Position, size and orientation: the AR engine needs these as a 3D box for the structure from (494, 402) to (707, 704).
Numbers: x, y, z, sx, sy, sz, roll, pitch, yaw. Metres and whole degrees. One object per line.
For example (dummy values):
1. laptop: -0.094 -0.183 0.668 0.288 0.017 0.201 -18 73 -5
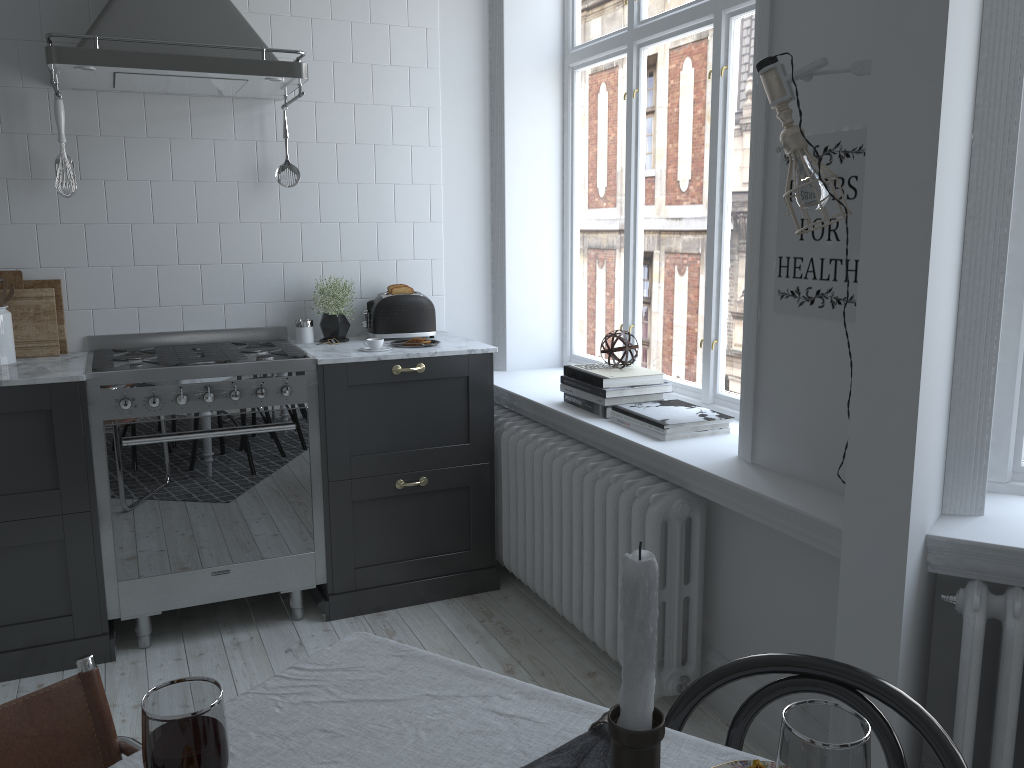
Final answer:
1. structure: 0.195 0.567 3.426 0.245 0.753 1.673 -5 11 -24

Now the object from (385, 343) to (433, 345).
1. object: -0.416 -0.163 3.616 0.209 0.008 0.018 2 10 11

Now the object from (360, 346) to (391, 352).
1. object: -0.542 -0.138 3.520 0.126 0.008 0.126 0 10 2

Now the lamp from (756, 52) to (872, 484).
1. lamp: 0.688 -0.243 2.009 0.312 0.977 0.131 8 13 40

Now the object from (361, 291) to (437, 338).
1. object: -0.497 -0.307 3.895 0.326 0.207 0.219 -4 11 -19

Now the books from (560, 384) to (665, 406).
1. books: 0.375 0.028 3.364 0.259 0.031 0.328 -5 11 -26

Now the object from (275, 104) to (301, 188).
1. object: -0.922 -0.973 3.627 0.101 0.331 0.030 -3 10 -13

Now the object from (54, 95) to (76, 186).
1. object: -1.678 -0.910 3.305 0.066 0.332 0.024 -4 11 -19

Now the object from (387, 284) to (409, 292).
1. object: -0.501 -0.387 3.919 0.107 0.110 0.010 -4 11 -19

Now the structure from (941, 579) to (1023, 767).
1. structure: 1.726 0.870 1.680 1.710 0.753 0.245 5 12 28

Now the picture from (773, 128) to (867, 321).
1. picture: 0.781 -0.401 2.258 0.003 0.457 0.311 -5 11 -24

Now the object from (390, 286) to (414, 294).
1. object: -0.475 -0.370 3.848 0.107 0.110 0.010 -4 11 -19

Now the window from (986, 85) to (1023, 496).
1. window: 2.140 -0.648 1.638 2.079 2.080 0.061 5 12 28

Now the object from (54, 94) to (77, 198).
1. object: -1.663 -0.881 3.280 0.074 0.381 0.076 -10 14 -43

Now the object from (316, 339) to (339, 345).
1. object: -0.774 -0.175 3.707 0.091 0.018 0.062 -5 11 -26

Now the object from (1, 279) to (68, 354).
1. object: -1.930 -0.247 3.381 0.400 0.290 0.030 -5 11 -24

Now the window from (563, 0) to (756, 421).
1. window: 0.617 -0.950 3.378 0.061 2.080 1.716 -5 11 -24

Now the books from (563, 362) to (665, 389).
1. books: 0.381 -0.037 3.356 0.259 0.038 0.325 -4 11 -22

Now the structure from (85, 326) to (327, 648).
1. structure: -1.195 0.369 3.482 0.779 1.096 0.651 -5 11 -24

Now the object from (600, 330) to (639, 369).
1. object: 0.408 -0.132 3.365 0.147 0.148 0.147 -7 12 -32

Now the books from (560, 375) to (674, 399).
1. books: 0.390 -0.001 3.353 0.287 0.031 0.351 -5 11 -24

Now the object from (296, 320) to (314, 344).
1. object: -0.876 -0.222 3.752 0.072 0.095 0.072 4 11 21

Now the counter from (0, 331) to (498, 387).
1. counter: -1.965 -0.036 3.075 3.902 0.020 0.624 -5 11 -24

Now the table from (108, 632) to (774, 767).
1. table: 0.296 0.999 0.614 2.179 0.842 1.210 6 12 32

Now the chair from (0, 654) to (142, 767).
1. chair: -0.597 0.912 1.172 0.593 0.837 0.546 7 13 37

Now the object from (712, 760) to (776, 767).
1. object: 0.299 0.495 1.026 0.182 0.013 0.182 -5 11 -24

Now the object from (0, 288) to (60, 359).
1. object: -1.911 -0.223 3.332 0.360 0.261 0.053 -5 11 -24

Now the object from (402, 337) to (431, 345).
1. object: -0.393 -0.178 3.663 0.119 0.031 0.074 1 10 9

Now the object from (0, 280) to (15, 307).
1. object: -1.892 -0.231 3.255 0.131 0.296 0.056 -10 14 -44

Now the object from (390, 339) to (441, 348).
1. object: -0.399 -0.167 3.665 0.209 0.011 0.209 2 10 14

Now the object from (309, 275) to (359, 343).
1. object: -0.756 -0.322 3.773 0.210 0.283 0.220 -2 10 -11

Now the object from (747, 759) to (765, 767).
1. object: 0.301 0.476 1.058 0.051 0.039 0.036 9 14 42

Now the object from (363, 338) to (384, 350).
1. object: -0.543 -0.157 3.515 0.072 0.040 0.070 -7 12 -31

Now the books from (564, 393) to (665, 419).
1. books: 0.389 0.066 3.364 0.259 0.044 0.351 -4 11 -22

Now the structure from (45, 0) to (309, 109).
1. structure: -1.223 -1.588 3.167 0.843 1.079 0.567 -5 11 -24

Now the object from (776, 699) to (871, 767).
1. object: 0.298 0.424 0.858 0.083 0.215 0.083 -4 11 -19

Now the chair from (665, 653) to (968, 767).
1. chair: 0.318 0.880 1.111 0.463 0.909 0.564 5 12 29

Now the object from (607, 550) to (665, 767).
1. object: 0.097 0.341 0.706 0.089 0.432 0.089 -1 10 -1

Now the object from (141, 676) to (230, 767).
1. object: -0.331 0.419 0.911 0.083 0.215 0.083 -4 11 -19

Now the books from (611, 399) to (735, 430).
1. books: 0.543 0.101 3.030 0.274 0.016 0.341 -5 11 -22

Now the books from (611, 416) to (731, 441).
1. books: 0.535 0.138 3.030 0.254 0.019 0.343 -5 11 -24

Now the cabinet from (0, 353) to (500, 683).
1. cabinet: -1.956 0.474 3.157 3.897 1.012 0.646 -5 11 -24

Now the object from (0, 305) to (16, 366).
1. object: -1.907 -0.176 3.215 0.174 0.208 0.174 -6 12 -28

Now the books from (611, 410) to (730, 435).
1. books: 0.534 0.118 3.032 0.254 0.019 0.337 -5 11 -25

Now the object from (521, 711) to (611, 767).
1. object: 0.068 0.463 1.092 0.165 0.061 0.247 2 11 15

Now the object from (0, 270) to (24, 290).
1. object: -1.951 -0.258 3.334 0.220 0.330 0.041 -5 11 -24
